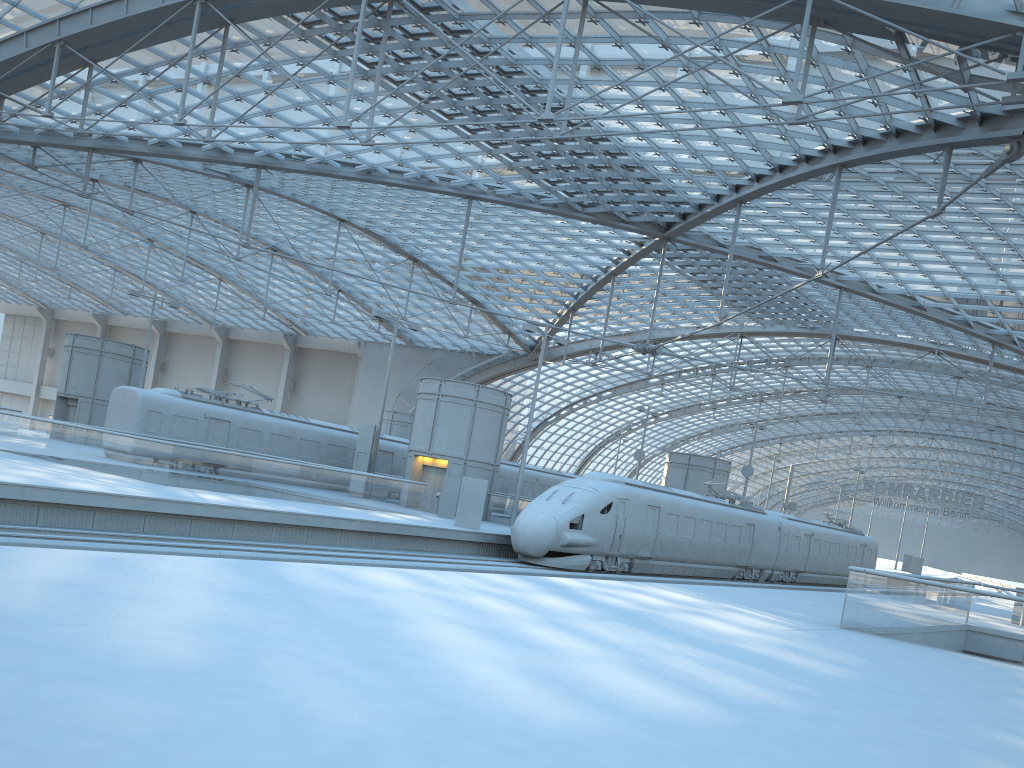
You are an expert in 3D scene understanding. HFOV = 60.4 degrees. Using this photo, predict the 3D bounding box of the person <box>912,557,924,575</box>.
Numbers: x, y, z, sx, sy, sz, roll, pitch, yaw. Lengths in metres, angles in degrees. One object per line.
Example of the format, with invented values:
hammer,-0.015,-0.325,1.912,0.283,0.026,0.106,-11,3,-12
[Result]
person,38.131,17.159,82.546,0.818,1.736,0.001,9,0,37

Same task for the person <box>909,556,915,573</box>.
person,39.477,17.784,85.967,0.866,1.709,0.001,9,0,37

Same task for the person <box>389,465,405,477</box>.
person,-5.548,4.772,42.018,0.824,1.736,0.001,10,1,11

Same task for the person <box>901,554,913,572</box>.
person,40.587,18.438,90.404,0.891,1.803,0.001,9,0,32

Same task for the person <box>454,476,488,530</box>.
person,-1.322,3.930,28.800,0.871,1.710,0.001,10,1,11

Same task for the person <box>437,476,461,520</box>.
person,-2.372,4.318,33.213,0.706,1.616,0.001,10,1,16
